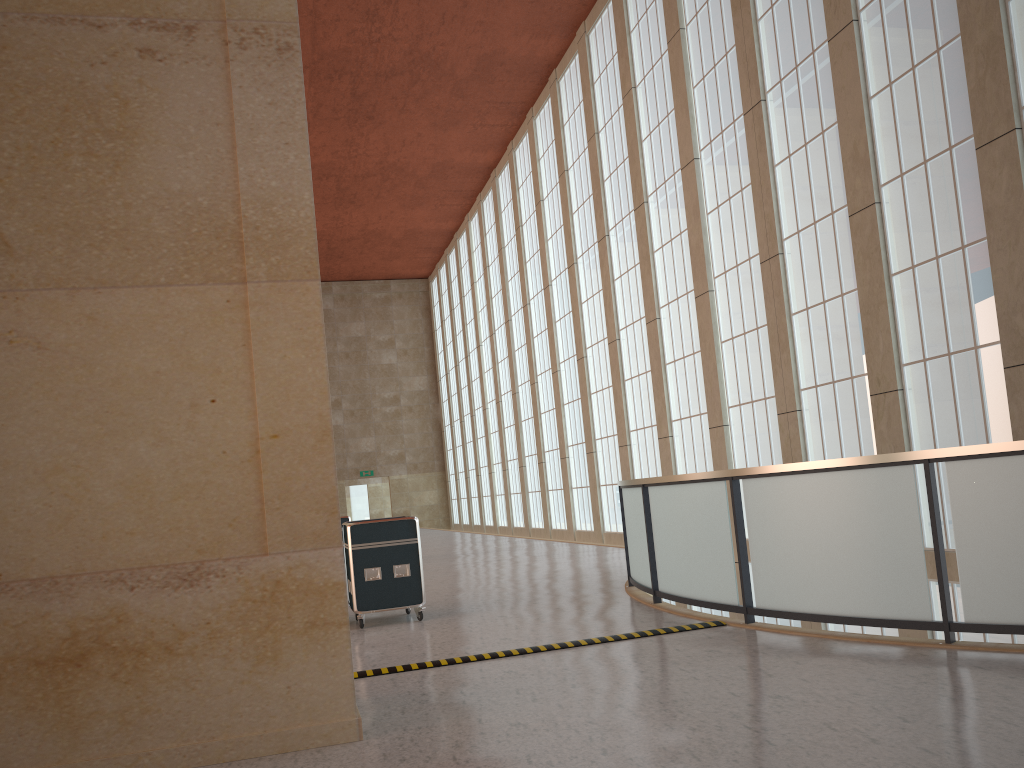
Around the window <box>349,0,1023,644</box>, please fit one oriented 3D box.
[{"bbox_3d":[-8.072,8.751,75.846,0.010,28.515,165.971,-5,-7,-15],"label":"window"}]

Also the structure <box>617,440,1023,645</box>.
[{"bbox_3d":[4.692,1.843,11.514,5.237,1.787,13.167,-2,-8,-25],"label":"structure"}]

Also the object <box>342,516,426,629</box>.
[{"bbox_3d":[-1.951,2.815,13.413,1.054,1.535,1.280,-4,-5,-15],"label":"object"}]

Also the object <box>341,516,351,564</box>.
[{"bbox_3d":[-5.145,4.599,25.376,1.054,1.535,1.280,-4,-5,-15],"label":"object"}]
